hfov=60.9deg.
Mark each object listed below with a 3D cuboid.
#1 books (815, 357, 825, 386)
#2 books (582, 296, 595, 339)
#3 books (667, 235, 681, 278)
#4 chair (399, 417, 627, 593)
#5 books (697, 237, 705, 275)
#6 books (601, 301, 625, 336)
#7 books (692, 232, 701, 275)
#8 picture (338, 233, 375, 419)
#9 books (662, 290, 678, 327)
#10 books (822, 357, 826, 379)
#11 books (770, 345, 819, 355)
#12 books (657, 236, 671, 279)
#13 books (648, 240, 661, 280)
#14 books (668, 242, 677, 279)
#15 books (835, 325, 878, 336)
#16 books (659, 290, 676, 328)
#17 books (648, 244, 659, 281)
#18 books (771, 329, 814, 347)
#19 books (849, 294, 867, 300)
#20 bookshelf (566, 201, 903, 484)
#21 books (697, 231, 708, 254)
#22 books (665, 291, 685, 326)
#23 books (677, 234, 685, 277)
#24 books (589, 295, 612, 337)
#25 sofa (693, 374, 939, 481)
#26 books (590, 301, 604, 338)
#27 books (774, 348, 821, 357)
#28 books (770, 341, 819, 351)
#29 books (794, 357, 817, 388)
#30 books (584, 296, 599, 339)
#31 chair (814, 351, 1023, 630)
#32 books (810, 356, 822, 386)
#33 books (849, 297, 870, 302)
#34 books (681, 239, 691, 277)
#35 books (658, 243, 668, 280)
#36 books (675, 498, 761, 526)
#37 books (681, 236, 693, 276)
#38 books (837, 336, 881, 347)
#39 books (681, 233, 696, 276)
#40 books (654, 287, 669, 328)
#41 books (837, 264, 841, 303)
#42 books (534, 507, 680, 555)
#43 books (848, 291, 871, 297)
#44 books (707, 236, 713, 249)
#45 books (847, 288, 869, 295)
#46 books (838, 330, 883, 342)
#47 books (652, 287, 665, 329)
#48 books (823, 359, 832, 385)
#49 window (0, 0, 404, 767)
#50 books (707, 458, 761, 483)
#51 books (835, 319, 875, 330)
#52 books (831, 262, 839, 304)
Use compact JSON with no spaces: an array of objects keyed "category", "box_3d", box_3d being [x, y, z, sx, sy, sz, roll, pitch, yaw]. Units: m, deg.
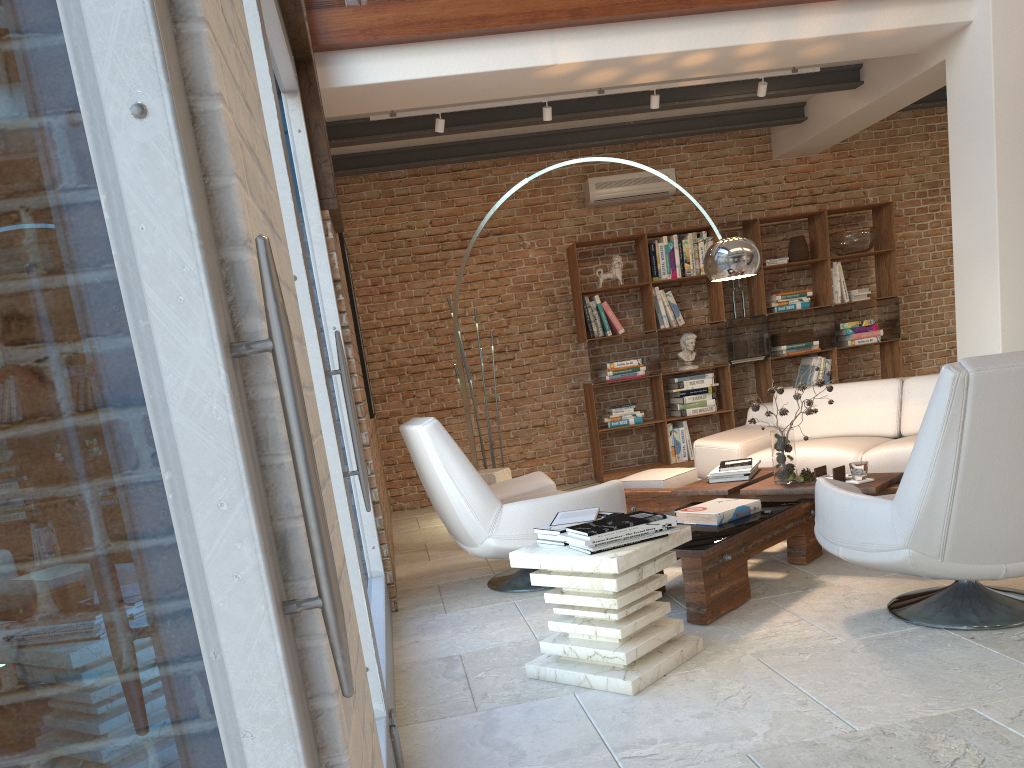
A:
[{"category":"books","box_3d":[2.930,-0.070,8.447,0.097,0.363,0.266,-10,8,-8]},{"category":"books","box_3d":[0.671,-0.603,8.029,0.091,0.394,0.238,-10,8,-8]},{"category":"books","box_3d":[1.486,-1.158,8.038,0.036,0.393,0.238,-10,8,-8]},{"category":"chair","box_3d":[-0.035,0.617,4.786,0.971,1.022,1.016,-11,7,-23]},{"category":"books","box_3d":[1.719,-1.165,8.075,0.055,0.337,0.249,-10,8,-8]},{"category":"books","box_3d":[0.905,-0.604,8.081,0.194,0.326,0.249,-9,7,-8]},{"category":"books","box_3d":[1.669,-1.186,8.070,0.036,0.393,0.238,-10,8,-8]},{"category":"picture","box_3d":[-1.057,-0.369,5.986,0.027,1.224,0.893,-10,8,-8]},{"category":"books","box_3d":[1.431,-0.695,8.131,0.124,0.357,0.266,-9,8,-8]},{"category":"books","box_3d":[2.950,-0.071,8.459,0.097,0.363,0.266,-10,8,-8]},{"category":"books","box_3d":[2.716,-0.328,8.387,0.377,0.037,0.241,-8,1,-12]},{"category":"books","box_3d":[1.393,-1.145,8.033,0.036,0.393,0.238,-10,8,-8]},{"category":"books","box_3d":[1.309,-1.119,8.039,0.020,0.368,0.266,-10,8,-8]},{"category":"books","box_3d":[1.441,-1.124,8.058,0.055,0.337,0.249,-10,8,-8]},{"category":"books","box_3d":[3.317,-0.517,8.435,0.325,0.057,0.251,-8,1,-7]},{"category":"books","box_3d":[1.411,-0.692,8.119,0.124,0.357,0.266,-9,8,-8]},{"category":"books","box_3d":[1.273,-1.099,8.038,0.055,0.337,0.249,-10,8,-8]},{"category":"books","box_3d":[2.679,-0.439,8.337,0.334,0.121,0.209,-9,4,-7]},{"category":"books","box_3d":[3.302,-0.829,8.355,0.132,0.034,0.201,-8,1,2]},{"category":"bookshelf","box_3d":[2.165,-0.374,8.264,3.023,2.256,0.355,-9,11,-7]},{"category":"books","box_3d":[1.761,-1.199,8.081,0.036,0.393,0.238,-10,8,-8]},{"category":"books","box_3d":[1.481,-0.693,8.124,0.157,0.337,0.249,-9,8,-8]},{"category":"books","box_3d":[1.521,-1.164,8.052,0.036,0.393,0.238,-10,8,-8]},{"category":"books","box_3d":[0.813,-0.622,8.042,0.121,0.390,0.238,-9,8,-8]},{"category":"sofa","box_3d":[2.455,0.364,5.608,2.339,0.773,1.116,-6,4,42]},{"category":"books","box_3d":[0.758,-0.590,8.070,0.102,0.342,0.249,-9,8,-8]},{"category":"books","box_3d":[2.736,-0.301,8.380,0.354,0.021,0.268,-8,1,-9]},{"category":"books","box_3d":[2.702,-0.363,8.345,0.378,0.037,0.240,-8,1,-8]},{"category":"books","box_3d":[2.835,-0.064,8.448,0.162,0.381,0.238,-9,8,-8]},{"category":"books","box_3d":[0.707,-0.608,8.041,0.091,0.394,0.238,-10,8,-8]},{"category":"chair","box_3d":[1.717,0.388,3.238,1.031,1.040,0.946,-7,7,9]},{"category":"books","box_3d":[2.879,-0.071,8.430,0.160,0.382,0.238,-9,8,-8]},{"category":"books","box_3d":[3.311,-0.804,8.375,0.171,0.019,0.232,-8,1,0]},{"category":"books","box_3d":[1.573,-1.143,8.049,0.055,0.337,0.249,-10,8,-8]},{"category":"books","box_3d":[1.352,-1.111,8.029,0.055,0.337,0.249,-10,8,-8]},{"category":"books","box_3d":[0.983,0.607,4.155,0.320,0.057,0.255,-9,2,-37]},{"category":"books","box_3d":[1.606,-1.163,8.065,0.020,0.368,0.266,-10,8,-8]},{"category":"books","box_3d":[3.354,-0.408,8.448,0.326,0.057,0.250,-8,1,-5]},{"category":"books","box_3d":[1.631,-1.180,8.079,0.036,0.393,0.238,-10,8,-8]},{"category":"books","box_3d":[1.358,-0.701,8.100,0.103,0.393,0.238,-9,8,-8]},{"category":"books","box_3d":[3.053,-0.938,8.312,0.020,0.368,0.266,-10,8,-8]},{"category":"books","box_3d":[0.317,0.545,3.336,0.384,0.081,0.564,-9,1,-24]},{"category":"books","box_3d":[3.305,-0.857,8.355,0.170,0.019,0.232,-8,1,-5]},{"category":"books","box_3d":[1.811,-1.179,8.108,0.055,0.337,0.249,-10,8,-8]},{"category":"books","box_3d":[3.294,-0.882,8.344,0.131,0.034,0.204,-9,1,-18]},{"category":"books","box_3d":[3.371,-0.467,8.440,0.324,0.057,0.251,-9,1,-12]},{"category":"books","box_3d":[1.317,-0.696,8.119,0.101,0.393,0.238,-9,8,-8]},{"category":"books","box_3d":[2.996,-0.070,8.452,0.116,0.342,0.249,-9,8,-8]},{"category":"window","box_3d":[-0.808,-1.948,0.408,0.645,6.534,12.133,-10,3,-8]},{"category":"books","box_3d":[1.283,0.496,5.039,0.252,0.076,0.390,-7,2,25]},{"category":"books","box_3d":[3.293,-0.570,8.421,0.327,0.057,0.249,-8,1,3]},{"category":"books","box_3d":[3.025,-0.948,8.297,0.036,0.393,0.238,-10,8,-8]}]
